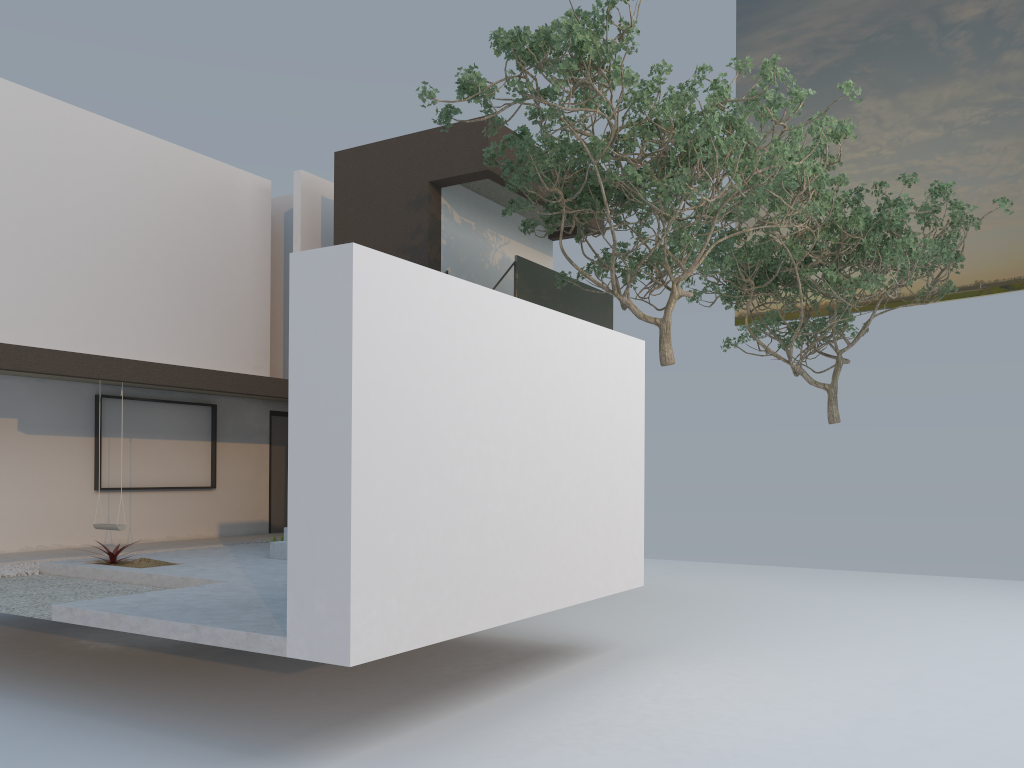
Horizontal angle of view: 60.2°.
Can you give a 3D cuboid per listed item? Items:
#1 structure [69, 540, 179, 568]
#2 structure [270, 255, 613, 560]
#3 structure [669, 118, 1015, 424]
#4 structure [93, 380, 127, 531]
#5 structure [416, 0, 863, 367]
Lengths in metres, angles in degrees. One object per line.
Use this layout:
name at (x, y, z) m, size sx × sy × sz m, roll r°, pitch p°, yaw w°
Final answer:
structure at (-4.027, 1.807, 9.240) m, size 1.204 × 0.291 × 0.748 m, roll -3°, pitch -6°, yaw 31°
structure at (-0.491, 0.222, 12.301) m, size 1.158 × 3.940 × 6.566 m, roll 0°, pitch -4°, yaw 31°
structure at (5.585, -1.638, 15.759) m, size 5.509 × 4.696 × 7.326 m, roll 0°, pitch -4°, yaw 11°
structure at (-4.728, 0.785, 10.398) m, size 0.462 × 1.865 × 0.129 m, roll 0°, pitch 0°, yaw 31°
structure at (1.688, -2.069, 10.414) m, size 4.334 × 3.695 × 5.764 m, roll 0°, pitch -4°, yaw 11°
